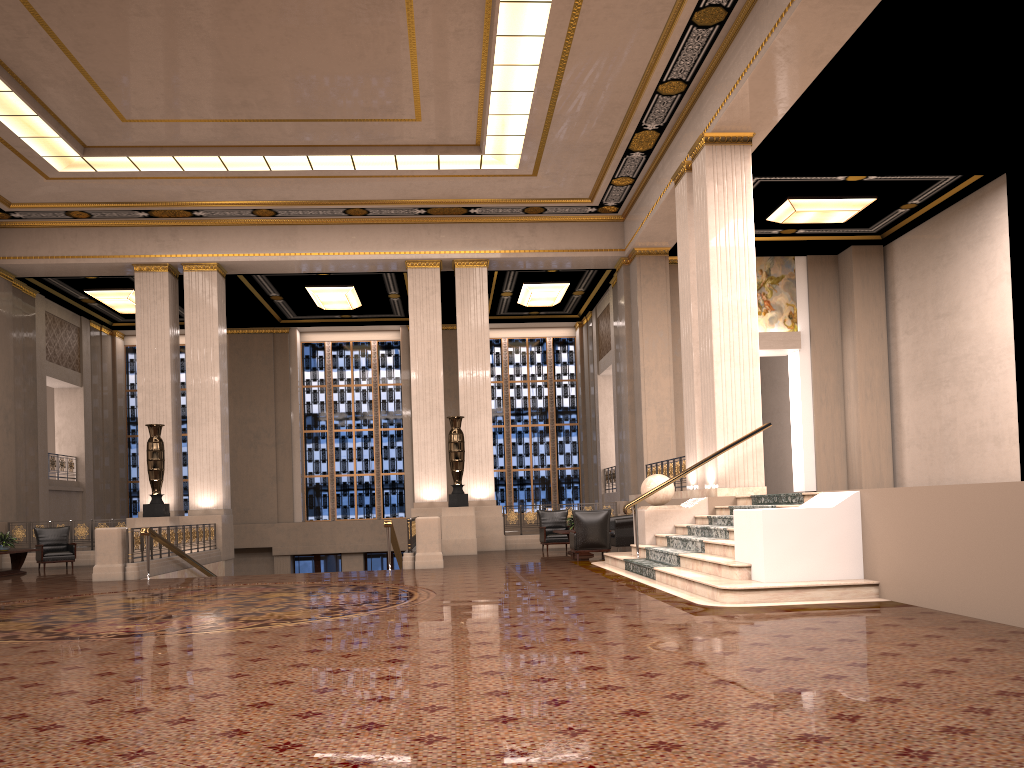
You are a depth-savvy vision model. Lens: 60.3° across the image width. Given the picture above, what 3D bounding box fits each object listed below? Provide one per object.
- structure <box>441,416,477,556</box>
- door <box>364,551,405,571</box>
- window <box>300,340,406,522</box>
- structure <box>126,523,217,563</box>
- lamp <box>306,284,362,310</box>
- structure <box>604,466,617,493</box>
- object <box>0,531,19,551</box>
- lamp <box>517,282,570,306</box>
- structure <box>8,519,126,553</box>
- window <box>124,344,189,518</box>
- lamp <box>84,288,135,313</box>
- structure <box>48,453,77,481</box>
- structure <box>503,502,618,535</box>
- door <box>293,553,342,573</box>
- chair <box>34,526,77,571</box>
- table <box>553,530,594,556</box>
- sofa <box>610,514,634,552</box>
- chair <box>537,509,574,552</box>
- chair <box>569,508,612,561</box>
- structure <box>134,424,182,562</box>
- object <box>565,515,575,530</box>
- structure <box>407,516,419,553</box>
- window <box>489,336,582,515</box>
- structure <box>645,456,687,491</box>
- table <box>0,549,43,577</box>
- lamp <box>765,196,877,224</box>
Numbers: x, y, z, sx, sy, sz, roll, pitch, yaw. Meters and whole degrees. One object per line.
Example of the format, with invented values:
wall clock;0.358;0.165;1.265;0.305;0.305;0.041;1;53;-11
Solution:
structure;-1.109;2.056;17.841;0.700;2.779;0.703;-2;-2;-4
door;-3.537;6.229;25.772;1.491;2.715;0.155;-2;-2;-4
window;-4.721;1.383;26.296;2.987;5.341;0.069;-2;-1;-4
structure;-6.023;2.831;15.964;0.079;0.533;4.980;-2;-8;-4
lamp;-4.537;-2.183;22.591;1.167;0.213;2.034;-1;-8;-4
structure;2.627;2.503;23.082;0.031;0.663;2.174;-2;-7;-4
object;-8.999;2.768;15.567;0.504;0.374;0.527;-5;-7;28
lamp;0.797;-2.309;22.972;1.167;0.213;2.034;-1;-8;-4
structure;-9.343;3.208;18.628;2.534;0.653;0.032;-1;-2;-4
window;-9.808;1.503;25.933;2.987;5.341;0.069;-2;-1;-4
lamp;-9.780;-2.059;22.216;1.167;0.213;2.034;-1;-8;-4
structure;-11.394;2.091;22.101;0.031;0.663;2.174;-2;-7;-4
structure;1.069;2.962;19.371;2.534;0.653;0.032;-1;-2;-4
door;-5.619;6.278;25.623;1.491;2.715;0.155;-2;-2;-4
chair;-8.999;3.227;17.362;0.648;0.841;0.721;1;-5;-39
table;1.264;2.948;16.404;0.838;0.433;1.488;-1;-7;-4
sofa;2.175;2.794;16.477;0.874;0.702;1.939;-2;-7;-4
chair;0.905;2.994;18.074;0.647;0.841;0.722;-1;-4;-9
chair;1.298;2.501;14.656;0.647;0.841;0.722;-2;-4;-4
structure;-7.020;2.195;17.418;0.700;2.779;0.703;-2;-2;-4
object;1.237;2.540;16.400;0.504;0.374;0.527;-5;-7;28
structure;-1.804;2.731;16.266;0.079;0.533;4.980;-2;-8;-5
window;0.543;1.259;26.672;2.987;5.341;0.069;-2;-1;-4
structure;2.948;1.741;16.628;0.032;0.620;3.726;-2;-8;-4
table;-9.093;3.193;15.664;0.838;0.433;1.488;-1;-7;-4
lamp;5.941;-3.320;17.004;1.715;0.213;1.178;-1;-8;-4
